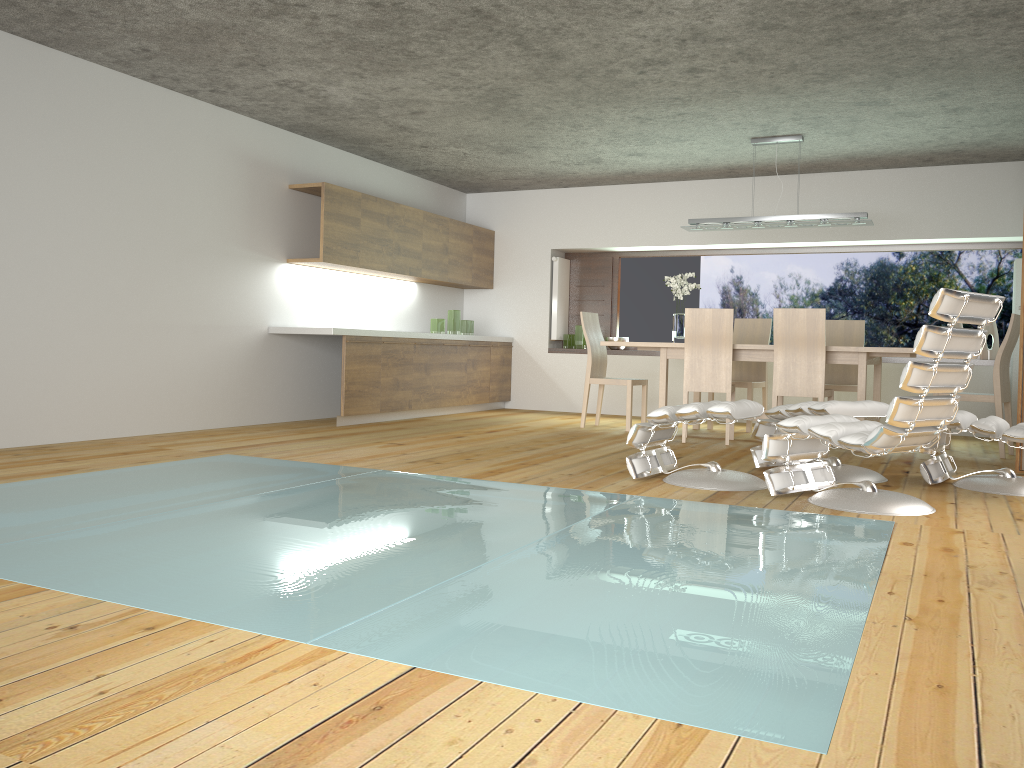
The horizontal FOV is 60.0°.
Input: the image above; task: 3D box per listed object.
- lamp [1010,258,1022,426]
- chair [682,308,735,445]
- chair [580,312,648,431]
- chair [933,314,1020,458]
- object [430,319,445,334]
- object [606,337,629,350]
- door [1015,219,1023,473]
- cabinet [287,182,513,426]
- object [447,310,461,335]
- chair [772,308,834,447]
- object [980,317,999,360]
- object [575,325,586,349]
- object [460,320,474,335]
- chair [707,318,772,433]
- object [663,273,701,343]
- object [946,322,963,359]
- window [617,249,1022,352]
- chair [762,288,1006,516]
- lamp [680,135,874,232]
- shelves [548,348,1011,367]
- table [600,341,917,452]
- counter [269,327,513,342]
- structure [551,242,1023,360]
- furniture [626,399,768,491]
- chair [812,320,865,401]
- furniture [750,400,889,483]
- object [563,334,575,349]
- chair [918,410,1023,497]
[{"bbox_3d":[4.403,-0.303,7.519,0.280,1.500,0.280,2,1,26],"label":"lamp"},{"bbox_3d":[1.521,-0.065,6.861,0.404,1.017,0.506,2,1,15],"label":"chair"},{"bbox_3d":[0.890,-0.119,7.804,0.506,1.017,0.404,2,1,29],"label":"chair"},{"bbox_3d":[3.404,0.002,6.480,0.506,1.017,0.404,2,1,39],"label":"chair"},{"bbox_3d":[-0.757,-0.587,9.057,0.112,0.160,0.111,1,1,-39],"label":"object"},{"bbox_3d":[1.139,-0.438,9.624,0.247,0.137,0.247,1,2,-29],"label":"object"},{"bbox_3d":[3.507,-0.669,5.440,0.934,2.417,0.163,1,1,-19],"label":"door"},{"bbox_3d":[-0.944,-0.701,8.715,0.656,2.003,3.092,2,2,26],"label":"cabinet"},{"bbox_3d":[-0.599,-0.634,9.150,0.099,0.259,0.099,1,1,-39],"label":"object"},{"bbox_3d":[2.125,-0.034,6.502,0.404,1.017,0.506,2,1,25],"label":"chair"},{"bbox_3d":[4.328,-0.411,8.026,0.153,0.384,0.153,2,1,22],"label":"object"},{"bbox_3d":[0.755,-0.512,9.723,0.099,0.259,0.099,2,1,31],"label":"object"},{"bbox_3d":[-0.475,-0.588,9.301,0.111,0.160,0.112,1,1,-39],"label":"object"},{"bbox_3d":[2.080,-0.096,8.041,0.404,1.017,0.506,2,1,37],"label":"chair"},{"bbox_3d":[1.443,-0.647,7.530,0.304,0.608,0.302,2,1,29],"label":"object"},{"bbox_3d":[4.082,-0.422,8.145,0.153,0.384,0.153,2,1,22],"label":"object"},{"bbox_3d":[3.059,-0.837,8.975,4.188,0.978,0.012,3,1,26],"label":"window"},{"bbox_3d":[1.680,0.074,4.070,0.569,0.968,0.914,1,2,-39],"label":"chair"},{"bbox_3d":[2.155,-1.644,7.239,1.491,0.719,0.290,3,1,26],"label":"lamp"},{"bbox_3d":[2.675,-0.271,8.897,4.872,0.054,0.404,3,2,26],"label":"shelves"},{"bbox_3d":[2.096,0.069,7.176,2.501,0.755,1.200,3,2,29],"label":"table"},{"bbox_3d":[-0.994,-0.470,8.632,0.652,0.054,3.286,3,3,26],"label":"counter"},{"bbox_3d":[2.699,-0.815,8.913,4.877,1.153,0.526,3,1,26],"label":"structure"},{"bbox_3d":[1.018,0.296,4.690,0.686,0.439,0.569,3,2,32],"label":"furniture"},{"bbox_3d":[2.890,-0.064,7.804,0.404,1.017,0.506,2,1,24],"label":"chair"},{"bbox_3d":[1.813,0.302,5.096,0.569,0.439,0.686,1,2,-29],"label":"furniture"},{"bbox_3d":[0.642,-0.472,9.845,0.112,0.160,0.111,1,1,-24],"label":"object"},{"bbox_3d":[2.687,0.076,4.713,0.914,0.968,0.569,3,1,36],"label":"chair"}]
